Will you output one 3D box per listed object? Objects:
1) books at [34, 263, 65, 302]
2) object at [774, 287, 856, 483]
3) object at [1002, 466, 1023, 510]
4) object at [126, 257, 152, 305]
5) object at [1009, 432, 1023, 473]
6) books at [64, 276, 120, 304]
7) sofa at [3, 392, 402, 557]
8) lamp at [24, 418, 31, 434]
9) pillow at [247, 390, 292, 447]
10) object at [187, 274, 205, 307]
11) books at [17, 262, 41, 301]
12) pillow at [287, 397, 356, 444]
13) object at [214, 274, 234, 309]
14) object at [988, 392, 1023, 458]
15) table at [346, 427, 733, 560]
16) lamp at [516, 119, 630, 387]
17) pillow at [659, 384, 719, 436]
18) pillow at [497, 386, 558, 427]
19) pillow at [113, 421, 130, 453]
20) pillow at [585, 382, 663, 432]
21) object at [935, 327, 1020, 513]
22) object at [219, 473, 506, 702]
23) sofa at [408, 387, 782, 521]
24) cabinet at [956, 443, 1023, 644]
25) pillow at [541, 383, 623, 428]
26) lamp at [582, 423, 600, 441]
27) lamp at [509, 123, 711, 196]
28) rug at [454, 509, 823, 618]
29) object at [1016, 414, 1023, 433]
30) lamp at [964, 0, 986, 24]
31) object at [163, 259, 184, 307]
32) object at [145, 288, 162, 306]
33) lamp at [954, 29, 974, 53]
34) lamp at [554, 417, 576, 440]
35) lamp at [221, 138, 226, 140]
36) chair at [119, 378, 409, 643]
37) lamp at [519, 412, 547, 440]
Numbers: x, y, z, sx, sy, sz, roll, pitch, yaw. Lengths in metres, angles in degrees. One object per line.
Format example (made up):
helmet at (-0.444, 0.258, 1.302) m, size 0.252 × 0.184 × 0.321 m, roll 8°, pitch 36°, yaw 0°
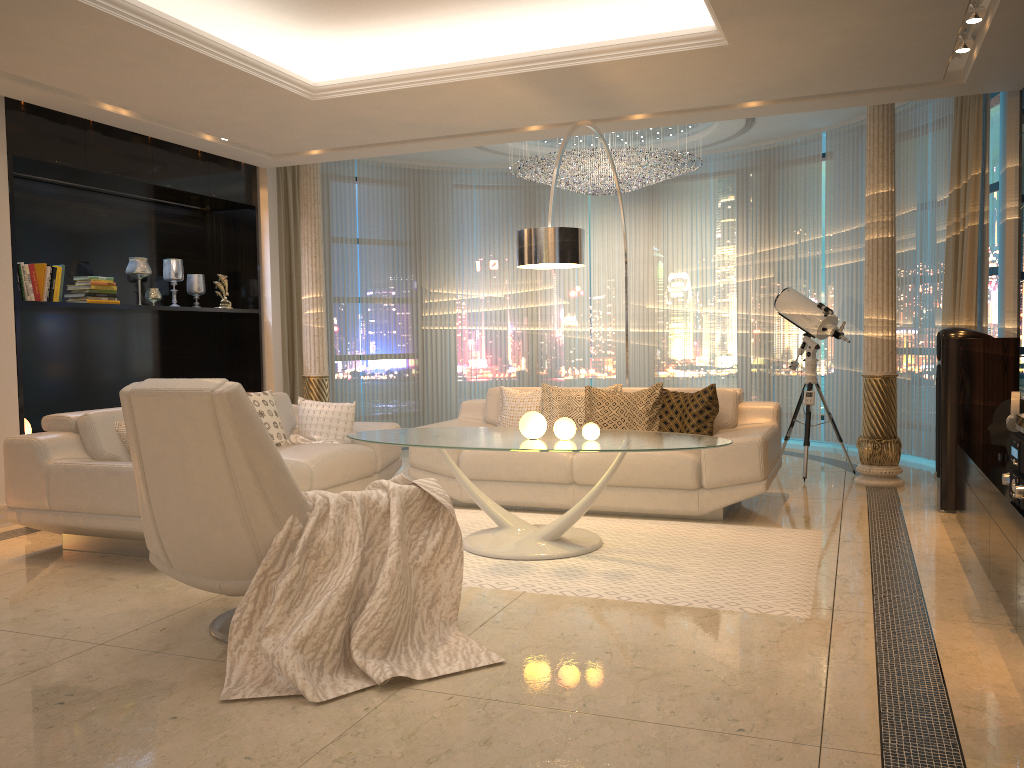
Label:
books at (-3.178, -0.678, 6.007) m, size 0.212 × 0.261 × 0.210 m, roll 0°, pitch 3°, yaw 21°
object at (2.274, -0.015, 6.788) m, size 0.616 × 1.471 × 0.570 m, roll 0°, pitch 3°, yaw 27°
object at (2.057, 0.394, 3.251) m, size 0.419 × 0.130 × 0.446 m, roll 0°, pitch 3°, yaw 21°
object at (-2.908, -0.789, 6.917) m, size 0.181 × 0.381 × 0.181 m, roll 0°, pitch 3°, yaw 16°
object at (2.060, 0.263, 3.243) m, size 0.407 × 0.130 × 0.446 m, roll 0°, pitch 3°, yaw 21°
books at (-3.039, -0.672, 6.429) m, size 0.260 × 0.197 × 0.296 m, roll 0°, pitch 3°, yaw 24°
sofa at (-1.720, 0.479, 5.500) m, size 1.145 × 0.754 × 2.328 m, roll 0°, pitch 3°, yaw 21°
lamp at (-3.321, 0.313, 5.905) m, size 0.213 × 0.214 × 0.212 m, roll -3°, pitch 3°, yaw -29°
pillow at (-1.663, 0.238, 5.890) m, size 0.255 × 0.399 × 0.526 m, roll 0°, pitch 3°, yaw 21°
object at (-2.723, -0.784, 7.650) m, size 0.147 × 0.317 × 0.147 m, roll 0°, pitch 3°, yaw 23°
books at (-3.258, -0.670, 5.789) m, size 0.208 × 0.270 × 0.240 m, roll 0°, pitch 3°, yaw 21°
pillow at (-1.320, 0.251, 6.068) m, size 0.521 × 0.325 × 0.281 m, roll 1°, pitch 3°, yaw 31°
object at (-2.478, -0.788, 7.600) m, size 0.116 × 0.293 × 0.182 m, roll 0°, pitch 3°, yaw 18°
object at (2.620, 0.211, 4.614) m, size 0.197 × 0.343 × 0.197 m, roll -2°, pitch 3°, yaw -14°
table at (0.085, 0.563, 4.727) m, size 2.140 × 0.565 × 0.999 m, roll 0°, pitch 3°, yaw 20°
lamp at (0.521, -0.463, 5.847) m, size 0.393 × 2.519 × 2.009 m, roll 0°, pitch 3°, yaw 21°
pillow at (1.113, 0.206, 5.761) m, size 0.301 × 0.436 × 0.575 m, roll -3°, pitch 4°, yaw -38°
pillow at (0.096, 0.207, 6.232) m, size 0.463 × 0.380 × 0.222 m, roll 0°, pitch 3°, yaw 26°
pillow at (-1.945, 0.336, 5.022) m, size 0.351 × 0.329 × 0.521 m, roll 0°, pitch 3°, yaw 21°
pillow at (0.747, 0.204, 5.930) m, size 0.575 × 0.436 × 0.301 m, roll 0°, pitch 3°, yaw 27°
object at (2.852, 0.216, 5.416) m, size 0.468 × 1.127 × 0.285 m, roll 0°, pitch 3°, yaw 21°
object at (-0.731, 0.649, 3.359) m, size 0.972 × 0.580 × 1.347 m, roll -3°, pitch 3°, yaw -31°
sofa at (0.576, 0.413, 5.996) m, size 2.328 × 0.754 × 1.145 m, roll 0°, pitch 3°, yaw 21°
cabinet at (2.298, 0.647, 3.830) m, size 0.416 × 0.444 × 2.842 m, roll 0°, pitch 3°, yaw 21°
pillow at (0.477, 0.204, 6.114) m, size 0.587 × 0.429 × 0.288 m, roll -1°, pitch 3°, yaw -4°
lamp at (0.400, 0.241, 4.489) m, size 0.090 × 0.091 × 0.090 m, roll -2°, pitch 3°, yaw -18°
lamp at (0.891, -2.154, 8.502) m, size 2.109 × 0.685 × 2.109 m, roll -2°, pitch 3°, yaw -24°
rug at (0.110, 0.858, 4.724) m, size 2.900 × 0.020 × 1.661 m, roll 0°, pitch 3°, yaw 21°
object at (2.078, 0.164, 3.228) m, size 0.371 × 0.070 × 0.441 m, roll 0°, pitch 3°, yaw 21°
lamp at (2.337, -1.892, 4.485) m, size 0.107 × 0.127 × 0.107 m, roll -1°, pitch 3°, yaw 3°
object at (-2.824, -0.825, 7.409) m, size 0.156 × 0.426 × 0.156 m, roll 0°, pitch 3°, yaw 27°
object at (-2.848, -0.683, 7.040) m, size 0.119 × 0.154 × 0.119 m, roll 1°, pitch 3°, yaw 31°
lamp at (2.521, -1.919, 4.958) m, size 0.107 × 0.127 × 0.107 m, roll -1°, pitch 3°, yaw 3°
lamp at (0.271, 0.229, 4.539) m, size 0.115 × 0.115 × 0.115 m, roll -4°, pitch 4°, yaw -43°
lamp at (-2.167, -1.913, 6.715) m, size 0.107 × 0.127 × 0.107 m, roll -1°, pitch 3°, yaw 3°
chair at (-0.946, 0.454, 3.374) m, size 1.027 × 0.991 × 0.983 m, roll 0°, pitch 3°, yaw 21°
lamp at (0.109, 0.215, 4.601) m, size 0.143 × 0.143 × 0.143 m, roll -1°, pitch 3°, yaw 6°
